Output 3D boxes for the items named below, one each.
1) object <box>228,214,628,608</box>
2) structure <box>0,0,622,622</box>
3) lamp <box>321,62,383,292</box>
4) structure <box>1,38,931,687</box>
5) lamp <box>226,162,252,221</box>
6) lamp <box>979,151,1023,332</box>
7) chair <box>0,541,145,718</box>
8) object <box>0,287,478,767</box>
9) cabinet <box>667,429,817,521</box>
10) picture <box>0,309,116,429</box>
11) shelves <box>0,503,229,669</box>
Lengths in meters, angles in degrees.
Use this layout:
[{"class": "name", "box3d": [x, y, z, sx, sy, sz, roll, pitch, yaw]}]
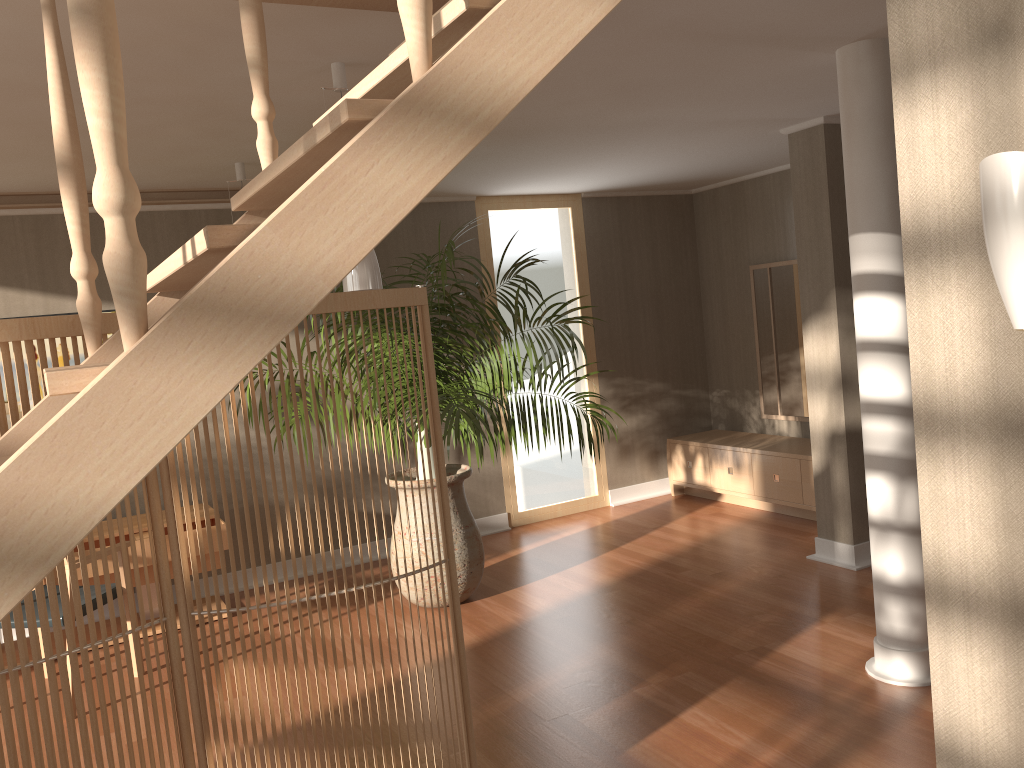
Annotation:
[{"class": "object", "box3d": [-0.497, 0.279, 4.935, 2.157, 2.304, 2.109, -9, 6, -39]}, {"class": "structure", "box3d": [-0.890, -0.272, 1.392, 3.150, 3.578, 1.000, -8, 5, -28]}, {"class": "lamp", "box3d": [-0.574, -0.732, 3.155, 0.139, 0.800, 0.139, -5, 4, 8]}, {"class": "structure", "box3d": [1.174, -0.027, 2.354, 10.775, 2.533, 8.342, -8, 5, -28]}, {"class": "lamp", "box3d": [-1.398, -0.768, 4.707, 0.139, 0.800, 0.139, -2, 5, 37]}, {"class": "lamp", "box3d": [0.824, -0.187, 1.403, 0.153, 0.353, 0.112, -8, 5, -28]}, {"class": "chair", "box3d": [-2.119, 1.016, 4.079, 0.582, 0.856, 0.509, -5, 4, 12]}, {"class": "object", "box3d": [-1.146, 0.630, 2.041, 2.229, 1.542, 0.233, -8, 5, -23]}, {"class": "cabinet", "box3d": [1.894, 0.645, 6.276, 0.500, 0.458, 1.911, -8, 5, -28]}, {"class": "picture", "box3d": [-2.728, -0.063, 4.996, 1.317, 0.633, 0.010, -8, 5, -28]}, {"class": "shelves", "box3d": [-2.368, 1.116, 4.724, 1.600, 0.590, 0.658, -8, 5, -28]}]
